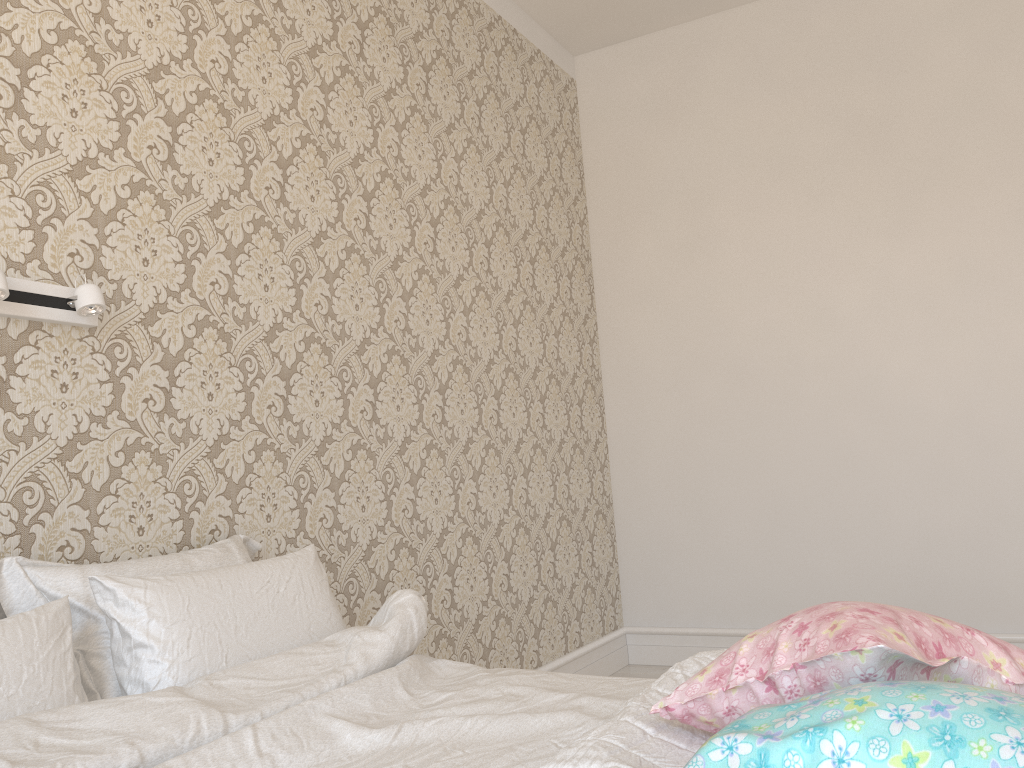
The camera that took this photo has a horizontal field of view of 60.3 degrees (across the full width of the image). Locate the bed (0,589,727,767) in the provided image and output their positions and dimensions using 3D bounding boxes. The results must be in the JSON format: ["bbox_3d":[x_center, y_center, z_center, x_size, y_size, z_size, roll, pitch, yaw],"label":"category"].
[{"bbox_3d":[0.006,0.640,0.993,2.197,0.643,1.934,-7,-7,28],"label":"bed"}]

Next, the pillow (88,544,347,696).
[{"bbox_3d":[-0.510,0.486,1.667,0.200,0.314,0.558,-9,-9,28],"label":"pillow"}]

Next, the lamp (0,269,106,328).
[{"bbox_3d":[-0.896,-0.177,1.648,0.114,0.095,0.321,-8,-8,28],"label":"lamp"}]

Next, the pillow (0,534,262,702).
[{"bbox_3d":[-0.769,0.467,1.453,0.308,0.361,1.241,-9,-8,28],"label":"pillow"}]

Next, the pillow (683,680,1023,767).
[{"bbox_3d":[0.368,0.345,0.748,0.359,0.172,0.379,-8,-8,33],"label":"pillow"}]

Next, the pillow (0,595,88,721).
[{"bbox_3d":[-0.793,0.472,1.143,0.202,0.309,0.555,-9,-9,28],"label":"pillow"}]

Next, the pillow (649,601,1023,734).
[{"bbox_3d":[0.419,0.350,1.032,0.393,0.206,0.348,0,-8,-29],"label":"pillow"}]
